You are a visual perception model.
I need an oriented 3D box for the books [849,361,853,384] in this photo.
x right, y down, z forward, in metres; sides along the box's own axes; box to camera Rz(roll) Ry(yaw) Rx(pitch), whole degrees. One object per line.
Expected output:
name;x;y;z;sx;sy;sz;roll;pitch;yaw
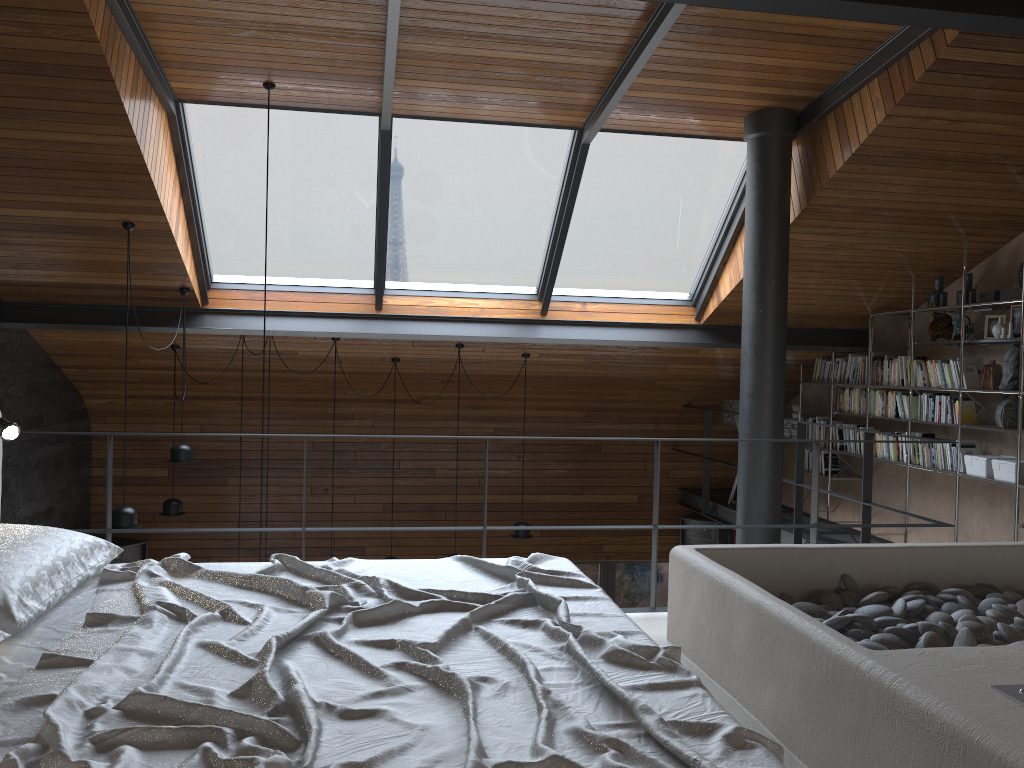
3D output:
books;2.969;-0.105;7.569;0.164;0.214;0.066;1;1;-9

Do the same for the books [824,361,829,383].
books;2.876;-0.106;7.948;0.127;0.197;0.063;1;1;-10

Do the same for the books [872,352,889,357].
books;3.019;-0.125;7.270;0.143;0.268;0.020;1;1;-10

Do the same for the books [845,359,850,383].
books;2.941;-0.108;7.643;0.117;0.218;0.073;1;1;-10

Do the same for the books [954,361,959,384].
books;3.175;-0.062;6.214;0.127;0.192;0.079;1;1;-10

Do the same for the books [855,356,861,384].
books;2.987;-0.116;7.494;0.148;0.229;0.073;1;1;-10

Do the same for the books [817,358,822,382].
books;2.882;-0.124;8.120;0.148;0.229;0.073;1;1;-10

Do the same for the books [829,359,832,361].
books;2.910;-0.115;7.961;0.177;0.214;0.064;1;1;-9

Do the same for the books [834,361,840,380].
books;2.895;-0.102;7.803;0.111;0.194;0.059;1;1;-10

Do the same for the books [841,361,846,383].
books;2.933;-0.098;7.700;0.126;0.194;0.064;1;1;-10

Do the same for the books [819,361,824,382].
books;2.872;-0.110;8.068;0.130;0.202;0.063;1;1;-10

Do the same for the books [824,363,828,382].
books;2.891;-0.106;7.973;0.139;0.199;0.074;1;1;-10

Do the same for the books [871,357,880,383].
books;3.003;-0.106;7.252;0.129;0.231;0.010;1;1;-10

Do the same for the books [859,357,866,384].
books;2.986;-0.111;7.430;0.148;0.234;0.033;1;1;-10

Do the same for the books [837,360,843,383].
books;2.922;-0.105;7.754;0.131;0.202;0.068;1;1;-10

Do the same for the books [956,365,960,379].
books;3.173;-0.048;6.196;0.119;0.166;0.072;1;1;-10

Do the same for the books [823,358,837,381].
books;2.891;-0.121;8.010;0.129;0.226;0.069;1;1;-10

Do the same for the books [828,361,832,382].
books;2.895;-0.107;7.909;0.125;0.204;0.072;1;1;-10

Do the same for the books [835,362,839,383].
books;2.914;-0.101;7.784;0.138;0.189;0.065;1;1;-10

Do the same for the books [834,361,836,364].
books;2.892;-0.103;7.857;0.111;0.194;0.059;1;1;-10

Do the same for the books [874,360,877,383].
books;3.018;-0.091;7.225;0.129;0.203;0.021;1;1;-10

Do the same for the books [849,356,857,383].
books;2.950;-0.118;7.528;0.148;0.229;0.073;1;1;-10

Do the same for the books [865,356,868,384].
books;3.005;-0.110;7.357;0.148;0.234;0.013;1;1;-10

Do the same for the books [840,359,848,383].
books;2.929;-0.109;7.710;0.133;0.215;0.070;1;1;-9

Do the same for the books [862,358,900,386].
books;3.013;-0.095;7.142;0.131;0.216;0.509;1;1;-10

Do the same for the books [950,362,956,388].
books;3.170;-0.063;6.266;0.127;0.192;0.079;1;1;-10

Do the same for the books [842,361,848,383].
books;2.935;-0.102;7.682;0.123;0.201;0.071;1;1;-10

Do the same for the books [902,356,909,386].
books;3.066;-0.096;6.788;0.148;0.233;0.053;1;1;-10

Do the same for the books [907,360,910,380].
books;3.092;-0.081;6.767;0.149;0.205;0.049;1;1;-10

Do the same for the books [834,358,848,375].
books;2.901;-0.117;7.813;0.122;0.227;0.076;1;1;-10

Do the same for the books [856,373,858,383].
books;2.981;-0.100;7.478;0.137;0.198;0.063;1;1;-10

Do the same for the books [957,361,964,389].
books;3.184;-0.064;6.186;0.125;0.200;0.088;1;1;-10

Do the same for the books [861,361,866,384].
books;2.988;-0.093;7.407;0.143;0.199;0.019;1;1;-10

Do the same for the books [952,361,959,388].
books;3.166;-0.063;6.224;0.127;0.192;0.079;1;1;-10

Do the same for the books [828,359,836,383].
books;2.909;-0.115;7.890;0.161;0.220;0.074;1;1;-10

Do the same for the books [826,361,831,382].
books;2.886;-0.106;7.938;0.127;0.197;0.063;1;1;-10

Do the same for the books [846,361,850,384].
books;2.955;-0.105;7.611;0.155;0.212;0.073;1;1;-10

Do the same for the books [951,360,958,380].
books;3.191;-0.071;6.250;0.170;0.209;0.082;1;1;-11

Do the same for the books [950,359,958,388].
books;3.189;-0.071;6.259;0.164;0.209;0.084;1;1;-10

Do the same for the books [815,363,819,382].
books;2.862;-0.107;8.149;0.131;0.178;0.057;1;1;-10

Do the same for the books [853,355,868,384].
books;3.001;-0.120;7.523;0.191;0.249;0.077;1;1;-9

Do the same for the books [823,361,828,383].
books;2.880;-0.107;7.990;0.127;0.197;0.063;1;1;-10

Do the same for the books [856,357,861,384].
books;2.978;-0.110;7.452;0.148;0.233;0.053;1;1;-10

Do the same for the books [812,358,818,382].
books;2.859;-0.126;8.184;0.148;0.229;0.073;1;1;-10

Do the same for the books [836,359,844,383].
books;2.919;-0.110;7.767;0.137;0.213;0.068;1;1;-10

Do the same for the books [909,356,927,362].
books;3.102;-0.095;6.758;0.148;0.233;0.053;1;1;-10

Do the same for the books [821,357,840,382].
books;2.884;-0.126;8.024;0.143;0.233;0.081;1;1;-10

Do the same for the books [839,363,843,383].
books;2.930;-0.098;7.741;0.120;0.186;0.064;1;1;-10

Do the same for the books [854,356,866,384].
books;3.007;-0.117;7.512;0.191;0.244;0.075;1;1;-9

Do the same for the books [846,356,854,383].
books;2.941;-0.119;7.573;0.148;0.229;0.073;1;1;-10

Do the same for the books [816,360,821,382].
books;2.871;-0.119;8.135;0.149;0.202;0.067;1;1;-10
